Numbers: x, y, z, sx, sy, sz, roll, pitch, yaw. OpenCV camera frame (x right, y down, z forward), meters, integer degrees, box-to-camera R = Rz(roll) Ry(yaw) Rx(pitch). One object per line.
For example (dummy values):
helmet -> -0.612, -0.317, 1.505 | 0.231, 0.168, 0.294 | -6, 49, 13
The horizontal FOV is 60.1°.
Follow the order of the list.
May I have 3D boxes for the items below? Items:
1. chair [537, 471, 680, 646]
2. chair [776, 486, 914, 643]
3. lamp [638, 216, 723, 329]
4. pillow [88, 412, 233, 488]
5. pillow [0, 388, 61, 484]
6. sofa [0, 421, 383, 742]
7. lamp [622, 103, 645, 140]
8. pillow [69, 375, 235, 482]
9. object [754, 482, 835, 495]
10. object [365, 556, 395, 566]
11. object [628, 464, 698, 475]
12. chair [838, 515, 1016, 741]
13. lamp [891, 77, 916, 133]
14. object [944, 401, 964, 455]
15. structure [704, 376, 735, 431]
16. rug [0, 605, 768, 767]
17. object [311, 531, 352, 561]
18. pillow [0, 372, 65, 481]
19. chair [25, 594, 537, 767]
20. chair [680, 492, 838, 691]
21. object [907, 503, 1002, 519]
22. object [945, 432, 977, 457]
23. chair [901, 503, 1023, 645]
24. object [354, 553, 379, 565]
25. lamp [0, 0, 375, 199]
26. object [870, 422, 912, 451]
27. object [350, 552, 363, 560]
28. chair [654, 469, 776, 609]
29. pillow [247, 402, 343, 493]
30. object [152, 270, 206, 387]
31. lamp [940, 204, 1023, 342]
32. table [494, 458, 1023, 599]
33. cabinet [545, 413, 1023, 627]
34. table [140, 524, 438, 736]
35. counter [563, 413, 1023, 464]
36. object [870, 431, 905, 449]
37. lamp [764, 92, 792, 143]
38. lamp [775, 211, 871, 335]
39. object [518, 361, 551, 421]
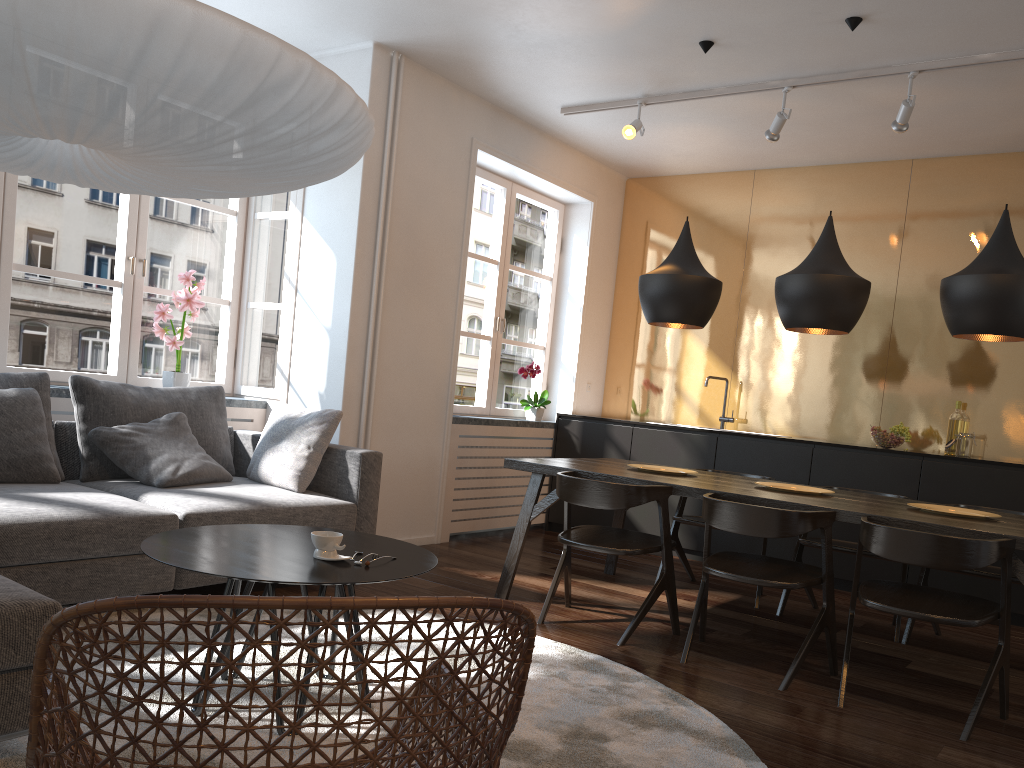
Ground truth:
chair -> 0.430, 0.751, 3.930 | 0.590, 0.673, 0.520 | 7, 2, 34
chair -> 1.742, 0.888, 4.520 | 0.590, 0.673, 0.520 | 7, 2, 34
lamp -> 0.842, -0.559, 4.392 | 0.412, 0.543, 0.409 | 5, 2, -21
pillow -> -1.603, 0.295, 4.082 | 0.443, 0.322, 0.492 | 6, 1, 17
pillow -> -2.156, 0.198, 3.484 | 0.291, 0.398, 0.668 | 7, 1, 35
sofa -> -1.553, 0.545, 3.134 | 2.031, 0.674, 3.074 | 6, 0, 36
lamp -> 0.712, -1.515, 5.136 | 0.085, 0.240, 0.251 | 7, 2, 23
pillow -> -1.722, 0.227, 4.315 | 0.274, 0.478, 0.838 | 8, 1, 36
object -> 1.298, 0.483, 4.069 | 0.355, 0.017, 0.356 | 5, -1, 16
object -> -0.377, 0.508, 2.558 | 0.015, 0.015, 0.168 | 6, 0, 23
object -> 0.758, 0.434, 4.454 | 0.354, 0.017, 0.356 | 5, -1, 39
chair -> 1.481, 0.847, 3.188 | 0.590, 0.673, 0.520 | 7, 2, 34
lamp -> 1.984, -1.397, 4.414 | 0.085, 0.240, 0.250 | 6, 1, 2
object -> 2.786, 0.276, 5.556 | 0.092, 0.341, 0.091 | 6, 3, 2
structure -> 1.488, 0.144, 6.337 | 0.266, 0.387, 0.109 | 4, 4, -39
rug -> -0.685, 0.955, 2.487 | 2.831, 0.012, 2.837 | 5, -1, 15
object -> -0.519, 0.466, 2.526 | 0.092, 0.069, 0.138 | 5, 1, -43
pillow -> -2.260, 0.163, 3.577 | 0.275, 0.476, 0.841 | 7, 1, 36
chair -> -0.385, 0.610, 1.437 | 0.720, 0.712, 0.682 | 5, 2, -22
chair -> 0.986, 0.802, 3.541 | 0.590, 0.673, 0.520 | 7, 2, 36
object -> 1.838, 0.532, 3.684 | 0.354, 0.017, 0.356 | 5, -1, 39
object -> 2.740, 0.363, 5.392 | 0.176, 0.152, 0.088 | 6, 3, 13
chair -> 2.234, 0.933, 4.169 | 0.590, 0.673, 0.520 | 7, 2, 35
object -> -0.419, 0.503, 2.565 | 0.025, 0.016, 0.163 | 6, -1, 11
lamp -> -1.076, -0.641, 2.131 | 1.473, 0.210, 1.463 | 6, -1, -18
object -> 2.326, 0.312, 5.441 | 0.239, 0.173, 0.178 | 6, 1, 20
object -> -0.460, 0.503, 2.605 | 0.026, 0.010, 0.124 | 6, -1, 2
chair -> 1.183, 0.838, 4.953 | 0.591, 0.673, 0.520 | 7, 2, 32
pillow -> -1.117, 0.306, 4.382 | 0.492, 0.416, 0.287 | 6, 2, 34
object -> -1.836, -0.287, 4.863 | 0.297, 0.693, 0.200 | 6, 3, 14
lamp -> 1.972, -0.456, 3.587 | 0.411, 0.543, 0.409 | 5, 2, -7
table -> 1.255, 0.830, 4.051 | 2.490, 0.681, 1.109 | 5, 0, 35
cabinet -> 2.545, 0.874, 5.441 | 5.042, 0.903, 0.734 | 5, 1, 35
table -> -0.666, 0.725, 2.634 | 0.843, 0.474, 0.849 | 6, 0, 38
counter -> 2.589, 0.426, 5.413 | 5.039, 0.002, 0.733 | 5, -1, 35
object -> 2.321, 0.350, 5.462 | 0.219, 0.097, 0.218 | 6, 0, -7
lamp -> 1.462, -1.446, 4.776 | 0.085, 0.239, 0.250 | 5, 2, -14
lamp -> 1.407, -0.507, 3.990 | 0.410, 0.543, 0.410 | 6, 2, 12
object -> 0.170, 0.053, 6.459 | 0.229, 0.438, 0.405 | 6, 2, 12
